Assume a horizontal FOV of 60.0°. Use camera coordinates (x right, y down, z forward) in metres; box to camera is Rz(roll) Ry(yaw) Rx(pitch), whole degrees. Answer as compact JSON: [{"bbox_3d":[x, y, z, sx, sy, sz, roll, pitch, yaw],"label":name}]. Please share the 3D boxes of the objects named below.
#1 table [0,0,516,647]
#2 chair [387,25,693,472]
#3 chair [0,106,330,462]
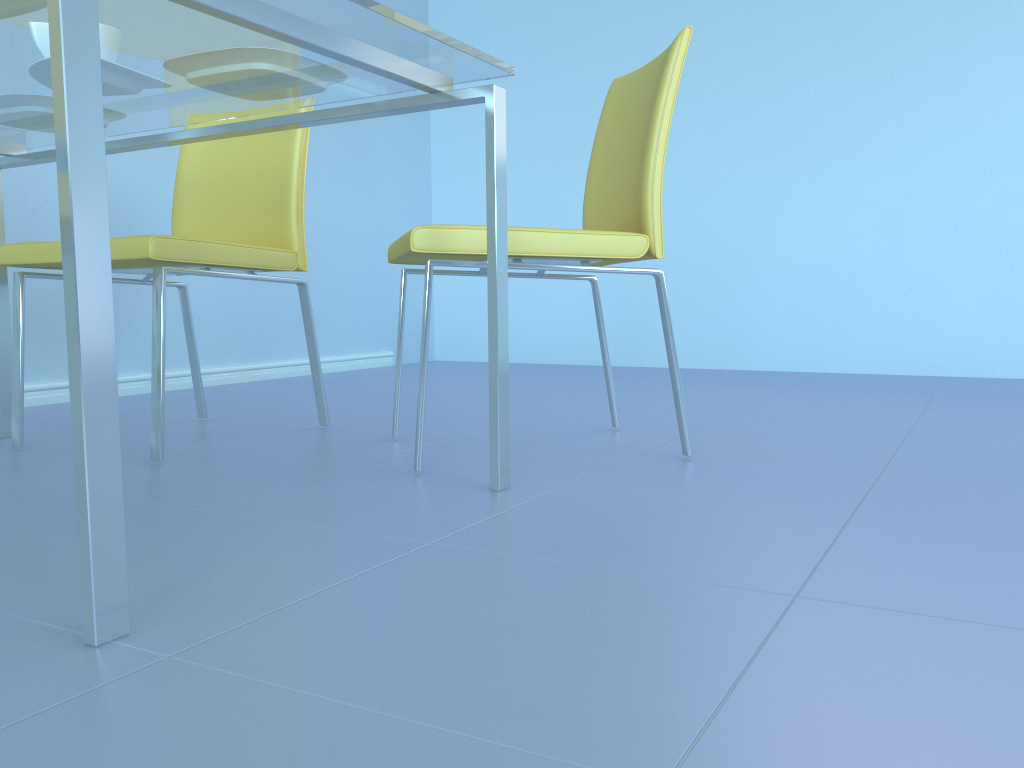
[{"bbox_3d":[-0.679,-0.138,1.230,1.173,0.590,0.730,2,6,29],"label":"table"},{"bbox_3d":[0.040,-0.235,1.568,0.484,0.695,0.387,-2,5,-13],"label":"chair"},{"bbox_3d":[-0.655,-0.244,1.744,0.387,0.695,0.484,2,6,26],"label":"chair"}]
